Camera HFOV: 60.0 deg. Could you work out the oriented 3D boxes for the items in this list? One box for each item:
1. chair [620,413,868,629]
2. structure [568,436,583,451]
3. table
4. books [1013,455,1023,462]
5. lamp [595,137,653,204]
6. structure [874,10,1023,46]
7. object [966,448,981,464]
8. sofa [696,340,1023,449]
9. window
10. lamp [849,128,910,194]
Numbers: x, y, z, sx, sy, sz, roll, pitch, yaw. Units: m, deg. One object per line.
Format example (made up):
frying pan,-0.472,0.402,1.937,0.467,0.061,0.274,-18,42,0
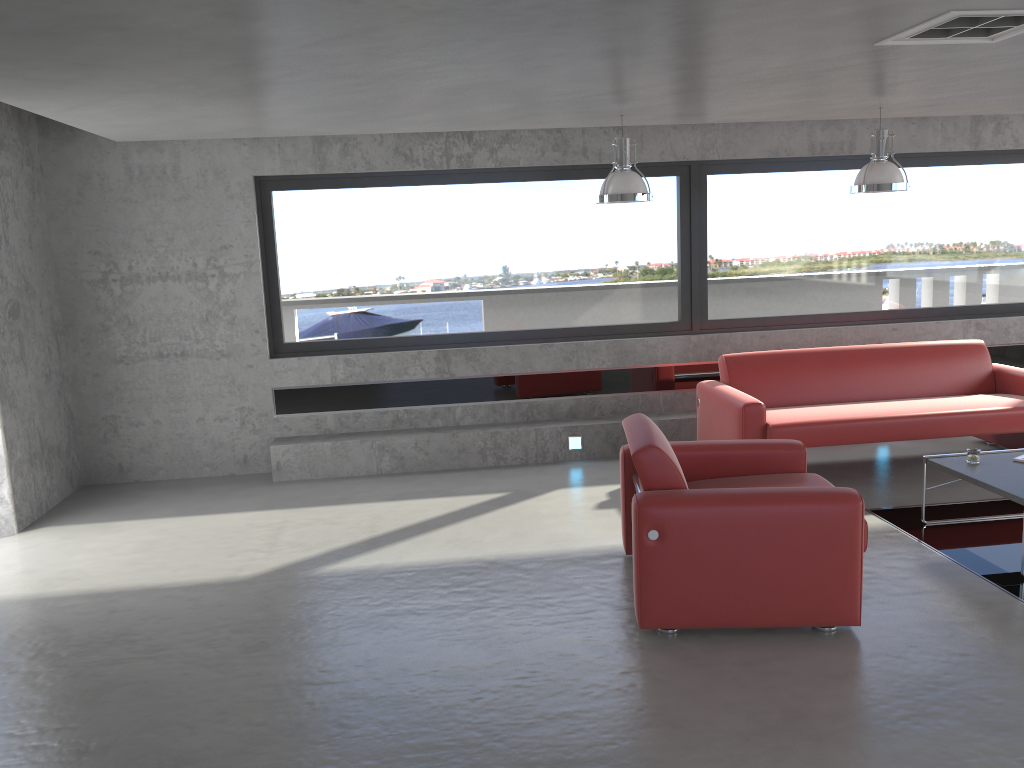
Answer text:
chair,1.161,0.619,4.618,1.130,0.854,1.196,-2,9,4
structure,0.532,0.498,7.465,0.123,0.123,0.004,-3,9,-6
table,3.113,0.702,5.118,1.018,0.436,0.994,-3,9,-6
books,3.215,0.442,5.341,0.326,0.022,0.228,-9,11,-35
lamp,0.741,-1.428,5.917,0.388,0.422,0.389,-3,9,-6
structure,1.887,-1.570,3.610,0.563,0.240,0.563,-3,9,-6
object,2.778,0.433,5.338,0.079,0.077,0.079,-6,10,-23
sofa,2.852,0.179,6.843,2.626,0.854,1.120,-3,9,-6
window,1.819,-1.213,7.819,7.800,1.364,0.003,-3,9,-6
lamp,2.528,-1.537,6.104,0.388,0.422,0.389,-3,9,-6
